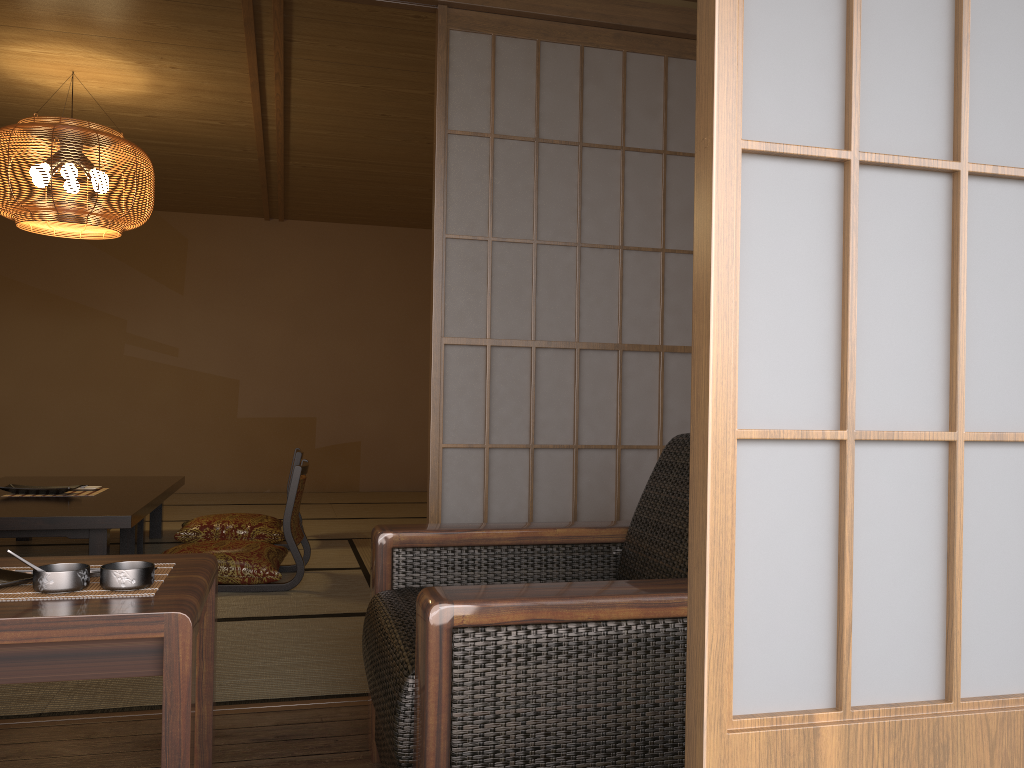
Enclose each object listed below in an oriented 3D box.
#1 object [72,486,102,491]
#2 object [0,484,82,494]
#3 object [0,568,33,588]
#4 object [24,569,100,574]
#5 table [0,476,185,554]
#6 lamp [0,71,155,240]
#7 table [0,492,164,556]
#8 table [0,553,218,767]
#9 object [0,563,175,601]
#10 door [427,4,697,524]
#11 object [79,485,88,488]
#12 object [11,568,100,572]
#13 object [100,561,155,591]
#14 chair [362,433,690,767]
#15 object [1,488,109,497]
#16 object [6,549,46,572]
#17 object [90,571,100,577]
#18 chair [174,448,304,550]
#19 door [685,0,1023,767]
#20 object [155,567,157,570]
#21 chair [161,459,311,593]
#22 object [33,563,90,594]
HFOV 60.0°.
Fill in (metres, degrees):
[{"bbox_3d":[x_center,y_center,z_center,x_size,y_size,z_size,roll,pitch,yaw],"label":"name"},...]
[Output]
[{"bbox_3d":[-2.184,0.529,4.485,0.180,0.014,0.130,1,-2,-13],"label":"object"},{"bbox_3d":[-2.280,0.509,4.276,0.349,0.039,0.129,1,-1,-1],"label":"object"},{"bbox_3d":[-0.900,0.329,1.484,0.181,0.015,0.131,0,-2,31],"label":"object"},{"bbox_3d":[-0.772,0.339,1.609,0.230,0.007,0.006,2,-1,-25],"label":"object"},{"bbox_3d":[-2.374,0.723,4.853,0.995,0.356,0.995,1,-1,-14],"label":"table"},{"bbox_3d":[-2.259,-1.198,4.548,0.798,0.825,0.799,1,-1,9],"label":"lamp"},{"bbox_3d":[-2.125,0.702,3.890,0.995,0.356,0.995,1,-1,-14],"label":"table"},{"bbox_3d":[-0.813,0.591,1.525,0.540,0.500,0.540,1,-1,-14],"label":"table"},{"bbox_3d":[-0.809,0.340,1.527,0.401,0.003,0.300,1,-2,-14],"label":"object"},{"bbox_3d":[0.253,-0.081,2.612,0.992,1.934,0.040,1,0,-14],"label":"door"},{"bbox_3d":[-2.182,0.523,4.500,0.050,0.018,0.015,1,-1,-17],"label":"object"},{"bbox_3d":[-0.806,0.338,1.616,0.230,0.007,0.006,2,-1,-19],"label":"object"},{"bbox_3d":[-0.644,0.322,1.486,0.084,0.037,0.084,1,-1,14],"label":"object"},{"bbox_3d":[0.186,0.480,1.821,0.943,0.779,0.872,1,-1,-14],"label":"chair"},{"bbox_3d":[-2.238,0.533,4.373,0.401,0.003,0.398,1,-2,-14],"label":"object"},{"bbox_3d":[-0.757,0.296,1.439,0.038,0.068,0.117,0,-1,41],"label":"object"},{"bbox_3d":[-0.734,0.329,1.577,0.130,0.026,0.038,2,-1,-30],"label":"object"},{"bbox_3d":[-1.550,0.649,5.091,0.699,0.546,0.582,1,-1,-15],"label":"chair"},{"bbox_3d":[0.675,-0.487,1.003,0.992,1.873,0.040,1,0,-14],"label":"door"},{"bbox_3d":[-0.656,0.334,1.581,0.050,0.018,0.015,0,-1,28],"label":"object"},{"bbox_3d":[-1.273,0.626,4.039,0.687,0.546,0.582,1,-1,-10],"label":"chair"},{"bbox_3d":[-0.741,0.320,1.458,0.084,0.037,0.084,2,-1,-23],"label":"object"}]
